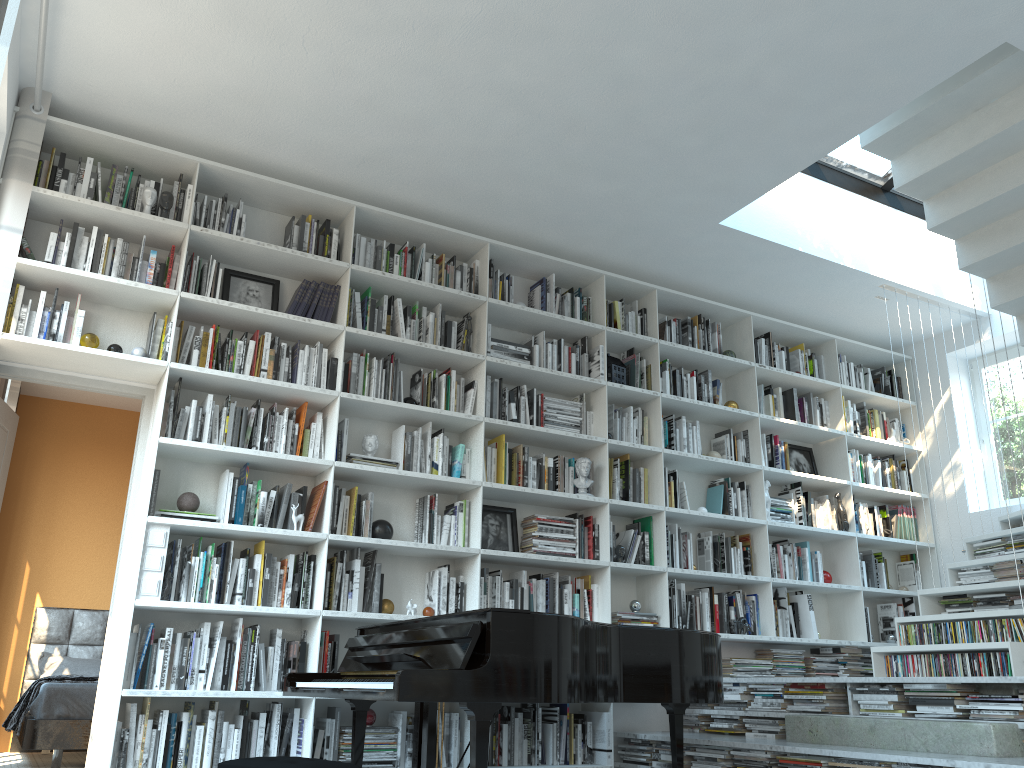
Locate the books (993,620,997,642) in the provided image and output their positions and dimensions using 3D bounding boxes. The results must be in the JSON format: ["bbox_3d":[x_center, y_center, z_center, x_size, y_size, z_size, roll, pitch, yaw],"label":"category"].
[{"bbox_3d":[2.596,1.315,4.695,0.125,0.125,0.009,11,-21,-27],"label":"books"}]

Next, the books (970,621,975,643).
[{"bbox_3d":[2.534,1.351,4.801,0.125,0.125,0.011,11,-21,-27],"label":"books"}]

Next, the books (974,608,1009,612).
[{"bbox_3d":[2.819,1.311,5.123,0.175,0.016,0.208,13,-23,-32],"label":"books"}]

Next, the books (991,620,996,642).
[{"bbox_3d":[2.592,1.318,4.703,0.125,0.125,0.010,11,-21,-27],"label":"books"}]

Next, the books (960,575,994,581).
[{"bbox_3d":[2.911,1.198,5.461,0.143,0.019,0.231,12,-22,-28],"label":"books"}]

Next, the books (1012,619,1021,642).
[{"bbox_3d":[2.654,1.284,4.596,0.125,0.123,0.034,11,-21,-27],"label":"books"}]

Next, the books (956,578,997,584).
[{"bbox_3d":[2.909,1.213,5.455,0.145,0.012,0.297,12,-22,-28],"label":"books"}]

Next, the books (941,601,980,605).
[{"bbox_3d":[2.720,1.319,5.332,0.160,0.009,0.208,13,-22,-31],"label":"books"}]

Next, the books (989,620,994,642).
[{"bbox_3d":[2.587,1.320,4.710,0.125,0.125,0.008,11,-21,-27],"label":"books"}]

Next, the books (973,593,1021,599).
[{"bbox_3d":[2.820,1.236,5.148,0.177,0.014,0.194,13,-23,-32],"label":"books"}]

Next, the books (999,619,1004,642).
[{"bbox_3d":[2.614,1.305,4.664,0.125,0.125,0.009,11,-21,-27],"label":"books"}]

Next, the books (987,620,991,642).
[{"bbox_3d":[2.580,1.325,4.723,0.125,0.125,0.007,11,-21,-27],"label":"books"}]

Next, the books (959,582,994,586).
[{"bbox_3d":[2.908,1.233,5.448,0.138,0.010,0.255,12,-22,-30],"label":"books"}]

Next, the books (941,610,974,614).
[{"bbox_3d":[2.713,1.372,5.310,0.159,0.012,0.226,8,-20,-20],"label":"books"}]

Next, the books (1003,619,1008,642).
[{"bbox_3d":[2.626,1.298,4.644,0.125,0.125,0.008,11,-21,-27],"label":"books"}]

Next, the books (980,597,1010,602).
[{"bbox_3d":[2.841,1.255,5.154,0.133,0.017,0.179,10,-21,-23],"label":"books"}]

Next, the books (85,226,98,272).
[{"bbox_3d":[-2.067,-0.605,4.335,0.021,0.285,0.179,11,-21,-27],"label":"books"}]

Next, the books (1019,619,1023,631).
[{"bbox_3d":[2.673,1.273,4.563,0.125,0.123,0.035,11,-21,-27],"label":"books"}]

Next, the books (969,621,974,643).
[{"bbox_3d":[2.529,1.354,4.810,0.125,0.125,0.009,11,-21,-27],"label":"books"}]

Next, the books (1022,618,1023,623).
[{"bbox_3d":[2.680,1.269,4.550,0.125,0.123,0.035,11,-21,-27],"label":"books"}]

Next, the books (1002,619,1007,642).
[{"bbox_3d":[2.621,1.301,4.652,0.125,0.125,0.010,11,-21,-27],"label":"books"}]

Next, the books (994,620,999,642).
[{"bbox_3d":[2.600,1.313,4.688,0.125,0.125,0.007,11,-21,-27],"label":"books"}]

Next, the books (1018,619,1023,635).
[{"bbox_3d":[2.669,1.275,4.569,0.125,0.123,0.034,11,-21,-27],"label":"books"}]

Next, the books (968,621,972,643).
[{"bbox_3d":[2.525,1.356,4.818,0.125,0.125,0.013,11,-21,-27],"label":"books"}]

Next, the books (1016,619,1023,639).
[{"bbox_3d":[2.666,1.277,4.575,0.125,0.123,0.034,11,-21,-27],"label":"books"}]

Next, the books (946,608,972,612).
[{"bbox_3d":[2.725,1.362,5.321,0.146,0.015,0.166,13,-23,-32],"label":"books"}]

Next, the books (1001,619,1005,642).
[{"bbox_3d":[2.618,1.303,4.658,0.125,0.125,0.010,11,-21,-27],"label":"books"}]

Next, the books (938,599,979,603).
[{"bbox_3d":[2.704,1.309,5.326,0.198,0.006,0.189,13,-22,-30],"label":"books"}]

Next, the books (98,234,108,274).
[{"bbox_3d":[-2.025,-0.585,4.366,0.013,0.267,0.162,11,-21,-27],"label":"books"}]

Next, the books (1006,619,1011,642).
[{"bbox_3d":[2.633,1.294,4.632,0.125,0.125,0.008,11,-21,-27],"label":"books"}]

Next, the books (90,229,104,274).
[{"bbox_3d":[-2.051,-0.598,4.365,0.037,0.290,0.156,11,-21,-27],"label":"books"}]

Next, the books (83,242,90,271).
[{"bbox_3d":[-2.089,-0.567,4.329,0.010,0.208,0.165,11,-21,-27],"label":"books"}]

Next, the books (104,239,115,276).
[{"bbox_3d":[-2.000,-0.568,4.376,0.022,0.243,0.174,11,-21,-27],"label":"books"}]

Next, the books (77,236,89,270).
[{"bbox_3d":[-2.108,-0.582,4.335,0.024,0.238,0.156,11,-21,-27],"label":"books"}]

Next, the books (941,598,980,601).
[{"bbox_3d":[2.722,1.304,5.338,0.161,0.012,0.195,12,-22,-29],"label":"books"}]

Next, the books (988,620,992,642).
[{"bbox_3d":[2.584,1.322,4.716,0.125,0.125,0.008,11,-21,-27],"label":"books"}]

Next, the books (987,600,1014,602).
[{"bbox_3d":[2.846,1.268,5.152,0.129,0.008,0.186,12,-22,-28],"label":"books"}]

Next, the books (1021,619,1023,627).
[{"bbox_3d":[2.677,1.271,4.556,0.125,0.122,0.036,11,-21,-27],"label":"books"}]

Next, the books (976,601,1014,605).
[{"bbox_3d":[2.818,1.272,5.135,0.189,0.012,0.156,10,-21,-24],"label":"books"}]

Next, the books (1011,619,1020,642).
[{"bbox_3d":[2.645,1.287,4.611,0.125,0.125,0.011,11,-21,-27],"label":"books"}]

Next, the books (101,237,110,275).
[{"bbox_3d":[-2.014,-0.573,4.369,0.012,0.248,0.192,11,-21,-27],"label":"books"}]

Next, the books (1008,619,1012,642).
[{"bbox_3d":[2.636,1.292,4.626,0.125,0.125,0.007,11,-21,-27],"label":"books"}]

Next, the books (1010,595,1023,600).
[{"bbox_3d":[2.886,1.171,4.872,0.168,0.014,0.213,4,-19,-8],"label":"books"}]

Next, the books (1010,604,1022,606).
[{"bbox_3d":[2.889,1.208,4.861,0.161,0.007,0.255,4,-19,-8],"label":"books"}]

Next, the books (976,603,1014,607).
[{"bbox_3d":[2.830,1.287,5.137,0.150,0.013,0.220,9,-21,-22],"label":"books"}]

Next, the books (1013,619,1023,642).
[{"bbox_3d":[2.658,1.282,4.589,0.125,0.123,0.035,11,-21,-27],"label":"books"}]

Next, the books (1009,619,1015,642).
[{"bbox_3d":[2.640,1.290,4.619,0.125,0.125,0.008,11,-21,-27],"label":"books"}]

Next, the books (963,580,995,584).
[{"bbox_3d":[2.901,1.222,5.447,0.160,0.010,0.180,10,-21,-24],"label":"books"}]

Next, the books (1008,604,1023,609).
[{"bbox_3d":[2.873,1.219,4.854,0.172,0.019,0.241,2,-19,-3],"label":"books"}]

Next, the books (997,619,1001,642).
[{"bbox_3d":[2.607,1.309,4.676,0.125,0.125,0.008,11,-21,-27],"label":"books"}]

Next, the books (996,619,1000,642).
[{"bbox_3d":[2.604,1.311,4.682,0.125,0.125,0.007,11,-21,-27],"label":"books"}]

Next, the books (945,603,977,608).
[{"bbox_3d":[2.726,1.335,5.330,0.140,0.022,0.181,14,-23,-33],"label":"books"}]

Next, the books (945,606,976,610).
[{"bbox_3d":[2.732,1.351,5.328,0.132,0.010,0.198,10,-21,-23],"label":"books"}]

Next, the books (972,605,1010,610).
[{"bbox_3d":[2.819,1.297,5.127,0.184,0.013,0.226,12,-22,-29],"label":"books"}]

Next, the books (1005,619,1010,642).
[{"bbox_3d":[2.629,1.296,4.638,0.125,0.125,0.008,11,-21,-27],"label":"books"}]

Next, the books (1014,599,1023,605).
[{"bbox_3d":[2.897,1.192,4.867,0.141,0.028,0.223,4,-19,-9],"label":"books"}]

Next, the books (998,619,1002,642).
[{"bbox_3d":[2.611,1.307,4.670,0.125,0.125,0.008,11,-21,-27],"label":"books"}]

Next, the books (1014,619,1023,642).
[{"bbox_3d":[2.661,1.279,4.582,0.125,0.122,0.037,11,-21,-27],"label":"books"}]
